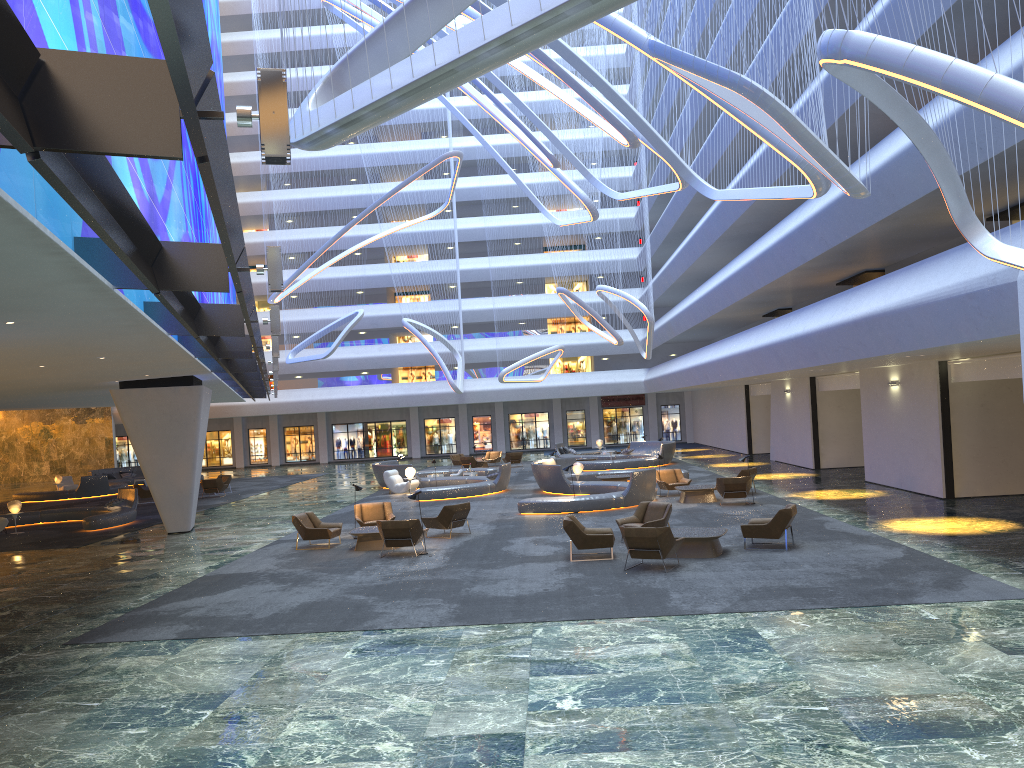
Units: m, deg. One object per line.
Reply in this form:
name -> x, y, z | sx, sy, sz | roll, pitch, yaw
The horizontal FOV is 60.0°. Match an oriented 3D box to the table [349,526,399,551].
table -> -2.907, 3.362, 19.362 | 1.203, 0.392, 1.203 | -3, -2, 3

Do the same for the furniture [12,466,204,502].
furniture -> -19.822, 4.761, 43.597 | 5.188, 0.969, 9.924 | -4, -2, 19

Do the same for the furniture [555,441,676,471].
furniture -> 4.892, 3.330, 43.069 | 5.185, 0.969, 9.931 | -3, -2, -1

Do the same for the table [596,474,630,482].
table -> 3.477, 3.325, 30.062 | 1.203, 0.392, 1.203 | -3, -2, 3

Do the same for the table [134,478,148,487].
table -> -19.107, 5.098, 45.702 | 0.670, 0.406, 0.674 | -2, -2, -43

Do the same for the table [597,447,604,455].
table -> 4.694, 3.663, 46.999 | 0.417, 0.595, 0.428 | -3, -1, -44

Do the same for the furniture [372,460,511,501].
furniture -> -2.864, 3.496, 34.018 | 5.184, 0.969, 9.932 | -3, -2, -6

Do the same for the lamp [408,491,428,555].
lamp -> -1.909, 2.812, 17.974 | 0.384, 1.300, 0.202 | -3, 0, 20

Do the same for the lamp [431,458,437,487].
lamp -> -2.712, 3.269, 31.332 | 0.202, 1.300, 0.384 | -3, 0, -22

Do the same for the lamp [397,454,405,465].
lamp -> -4.577, 3.533, 36.460 | 0.384, 1.300, 0.202 | -3, 0, -5

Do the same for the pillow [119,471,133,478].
pillow -> -20.581, 4.835, 47.346 | 0.317, 0.366, 0.774 | -4, -1, 44

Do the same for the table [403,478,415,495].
table -> -3.645, 3.672, 31.763 | 0.417, 0.595, 0.428 | -3, -1, -24

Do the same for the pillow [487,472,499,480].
pillow -> -0.487, 3.234, 31.297 | 0.692, 0.262, 0.877 | -4, -2, 11

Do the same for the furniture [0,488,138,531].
furniture -> -16.492, 4.091, 28.030 | 9.932, 0.969, 5.184 | -4, -2, 19

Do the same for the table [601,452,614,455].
table -> 4.906, 3.721, 45.615 | 0.671, 0.406, 0.674 | -3, -1, -1

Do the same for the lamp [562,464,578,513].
lamp -> 1.546, 2.785, 23.538 | 0.384, 1.300, 0.202 | -3, 0, 20

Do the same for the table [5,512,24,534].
table -> -14.764, 4.143, 26.377 | 0.427, 0.595, 0.418 | -3, 0, 1

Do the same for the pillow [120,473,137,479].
pillow -> -20.473, 4.867, 47.179 | 0.692, 0.262, 0.878 | -3, -2, -7

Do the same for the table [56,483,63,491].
table -> -21.462, 5.003, 41.879 | 0.418, 0.595, 0.428 | -3, 0, 1

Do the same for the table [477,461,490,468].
table -> -1.741, 4.054, 44.034 | 1.204, 0.392, 1.202 | -4, -2, 38

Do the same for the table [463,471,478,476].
table -> -1.625, 3.813, 36.440 | 0.673, 0.406, 0.672 | -2, -2, -36

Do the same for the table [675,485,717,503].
table -> 5.164, 3.063, 24.664 | 1.203, 0.392, 1.203 | -3, -2, 2

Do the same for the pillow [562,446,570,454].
pillow -> 2.831, 3.434, 46.211 | 0.315, 0.386, 0.784 | -3, -1, 18

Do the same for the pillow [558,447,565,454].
pillow -> 2.623, 3.469, 46.185 | 0.295, 0.369, 0.769 | -3, -1, 15

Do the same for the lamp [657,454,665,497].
lamp -> 4.413, 2.706, 26.312 | 0.202, 1.300, 0.384 | -3, 0, 19

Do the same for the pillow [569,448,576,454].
pillow -> 3.054, 3.522, 46.494 | 0.875, 0.280, 0.684 | -5, -2, 39

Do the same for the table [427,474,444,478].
table -> -3.123, 3.892, 36.222 | 0.674, 0.406, 0.671 | -4, -1, 22

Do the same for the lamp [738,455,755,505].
lamp -> 6.162, 2.513, 23.276 | 0.384, 1.300, 0.202 | -3, 0, 20

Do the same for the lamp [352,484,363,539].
lamp -> -3.658, 3.005, 21.009 | 0.202, 1.300, 0.384 | -3, 0, 19

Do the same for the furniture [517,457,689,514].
furniture -> 2.492, 3.009, 28.118 | 5.188, 0.969, 9.924 | -4, -2, 19

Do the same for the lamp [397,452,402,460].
lamp -> -4.922, 3.627, 38.849 | 0.201, 1.300, 0.384 | -3, 0, -44

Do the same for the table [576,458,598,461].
table -> 3.406, 3.675, 41.293 | 1.203, 0.392, 1.203 | -3, -2, 3

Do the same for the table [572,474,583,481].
table -> 2.154, 3.257, 29.073 | 0.418, 0.595, 0.428 | -3, 0, 1

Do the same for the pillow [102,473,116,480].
pillow -> -21.128, 4.835, 46.467 | 0.315, 0.386, 0.784 | -3, -1, 19

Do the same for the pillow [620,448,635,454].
pillow -> 5.574, 3.241, 42.810 | 0.692, 0.262, 0.878 | -2, -2, -36

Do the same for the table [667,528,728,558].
table -> 3.326, 2.908, 16.224 | 1.204, 0.392, 1.202 | -4, -2, 20

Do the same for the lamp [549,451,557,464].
lamp -> 1.536, 3.040, 31.788 | 0.384, 1.300, 0.202 | -3, 0, 20

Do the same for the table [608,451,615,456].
table -> 4.708, 3.516, 42.227 | 0.418, 0.595, 0.428 | -3, 0, -1
